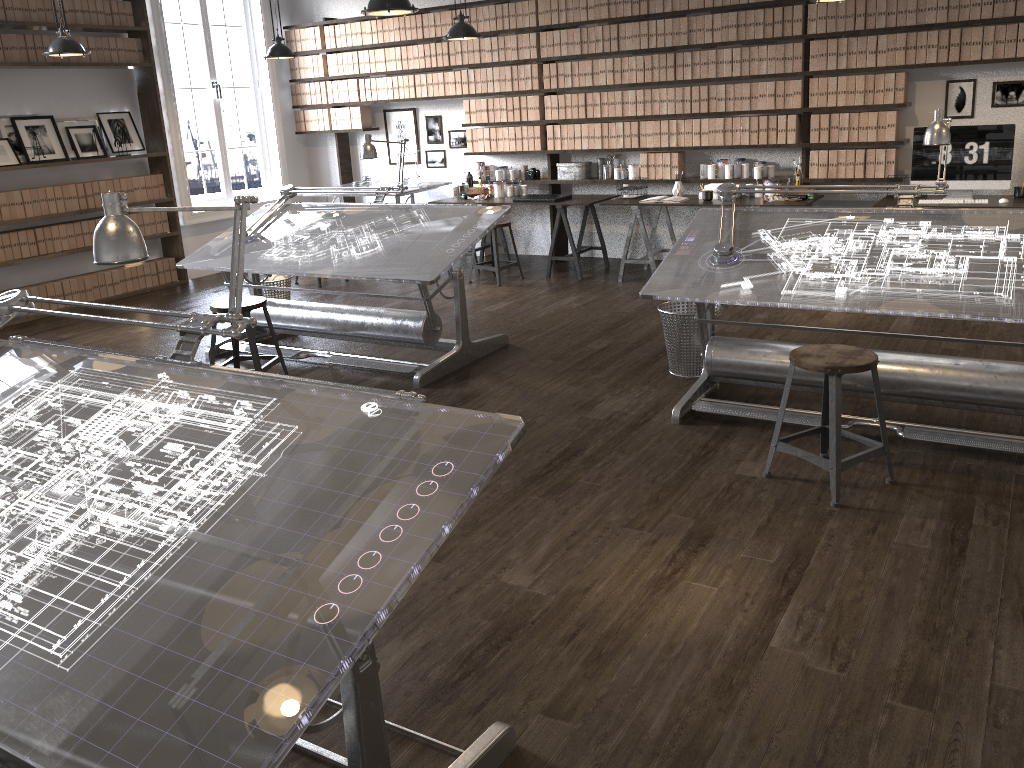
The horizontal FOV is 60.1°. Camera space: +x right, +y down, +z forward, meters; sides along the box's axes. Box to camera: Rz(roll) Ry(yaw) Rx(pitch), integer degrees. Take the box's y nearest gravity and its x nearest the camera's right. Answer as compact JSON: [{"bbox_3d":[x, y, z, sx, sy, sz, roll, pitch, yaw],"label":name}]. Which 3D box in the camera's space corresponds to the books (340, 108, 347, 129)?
[{"bbox_3d":[-1.734,-2.821,9.407,0.067,0.222,0.176,6,18,30],"label":"books"}]

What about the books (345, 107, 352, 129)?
[{"bbox_3d":[-1.679,-2.812,9.370,0.067,0.223,0.176,6,18,30],"label":"books"}]

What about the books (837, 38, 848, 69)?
[{"bbox_3d":[2.552,-2.531,6.791,0.067,0.223,0.176,6,18,30],"label":"books"}]

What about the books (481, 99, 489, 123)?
[{"bbox_3d":[-0.217,-2.624,8.505,0.067,0.223,0.176,6,18,30],"label":"books"}]

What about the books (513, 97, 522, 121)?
[{"bbox_3d":[0.088,-2.585,8.326,0.067,0.223,0.176,6,18,30],"label":"books"}]

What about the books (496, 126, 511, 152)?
[{"bbox_3d":[-0.072,-2.353,8.506,0.067,0.223,0.176,6,18,30],"label":"books"}]

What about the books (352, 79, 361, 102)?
[{"bbox_3d":[-1.574,-3.060,9.227,0.067,0.223,0.176,6,18,30],"label":"books"}]

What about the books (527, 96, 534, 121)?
[{"bbox_3d":[0.218,-2.570,8.253,0.067,0.222,0.176,6,18,30],"label":"books"}]

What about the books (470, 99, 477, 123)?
[{"bbox_3d":[-0.327,-2.639,8.574,0.067,0.222,0.176,6,18,30],"label":"books"}]

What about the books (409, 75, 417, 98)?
[{"bbox_3d":[-0.948,-2.974,8.860,0.067,0.223,0.176,6,18,30],"label":"books"}]

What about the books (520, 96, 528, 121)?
[{"bbox_3d":[0.155,-2.579,8.293,0.067,0.222,0.176,6,18,30],"label":"books"}]

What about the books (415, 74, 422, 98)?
[{"bbox_3d":[-0.881,-2.967,8.827,0.067,0.223,0.176,6,18,30],"label":"books"}]

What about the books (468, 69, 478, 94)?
[{"bbox_3d":[-0.340,-2.903,8.501,0.067,0.223,0.176,6,18,30],"label":"books"}]

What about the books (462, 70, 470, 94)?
[{"bbox_3d":[-0.404,-2.910,8.535,0.067,0.223,0.176,6,18,30],"label":"books"}]

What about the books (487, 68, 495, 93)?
[{"bbox_3d":[-0.161,-2.879,8.393,0.067,0.223,0.176,6,18,30],"label":"books"}]

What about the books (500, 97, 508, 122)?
[{"bbox_3d":[-0.037,-2.602,8.401,0.067,0.223,0.176,6,18,30],"label":"books"}]

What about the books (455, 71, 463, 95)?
[{"bbox_3d":[-0.470,-2.912,8.578,0.067,0.223,0.176,6,18,30],"label":"books"}]

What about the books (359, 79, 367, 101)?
[{"bbox_3d":[-1.496,-3.044,9.186,0.067,0.222,0.176,6,18,30],"label":"books"}]

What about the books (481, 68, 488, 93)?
[{"bbox_3d":[-0.219,-2.888,8.432,0.067,0.223,0.176,6,18,30],"label":"books"}]

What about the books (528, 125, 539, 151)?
[{"bbox_3d":[0.223,-2.315,8.331,0.067,0.222,0.176,6,18,30],"label":"books"}]

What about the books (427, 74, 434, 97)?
[{"bbox_3d":[-0.760,-2.951,8.754,0.067,0.223,0.176,6,18,30],"label":"books"}]

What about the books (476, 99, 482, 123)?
[{"bbox_3d":[-0.272,-2.633,8.543,0.067,0.222,0.176,6,18,30],"label":"books"}]

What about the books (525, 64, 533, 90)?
[{"bbox_3d":[0.192,-2.834,8.185,0.067,0.223,0.176,6,18,30],"label":"books"}]

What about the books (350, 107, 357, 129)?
[{"bbox_3d":[-1.615,-2.806,9.340,0.067,0.223,0.176,6,18,30],"label":"books"}]

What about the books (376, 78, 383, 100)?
[{"bbox_3d":[-1.303,-3.021,9.077,0.067,0.223,0.176,6,18,30],"label":"books"}]

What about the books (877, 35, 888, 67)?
[{"bbox_3d":[2.794,-2.499,6.648,0.067,0.222,0.176,6,18,30],"label":"books"}]

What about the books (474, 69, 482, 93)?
[{"bbox_3d":[-0.278,-2.896,8.469,0.067,0.223,0.176,6,18,30],"label":"books"}]

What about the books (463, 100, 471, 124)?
[{"bbox_3d":[-0.390,-2.647,8.609,0.067,0.223,0.176,6,18,30],"label":"books"}]

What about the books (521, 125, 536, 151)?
[{"bbox_3d":[0.165,-2.321,8.363,0.067,0.222,0.176,6,18,30],"label":"books"}]

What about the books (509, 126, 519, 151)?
[{"bbox_3d":[0.047,-2.335,8.428,0.067,0.223,0.176,6,18,30],"label":"books"}]

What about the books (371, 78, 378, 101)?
[{"bbox_3d":[-1.364,-3.028,9.111,0.067,0.223,0.176,6,18,30],"label":"books"}]

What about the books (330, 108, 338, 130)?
[{"bbox_3d":[-1.852,-2.835,9.473,0.067,0.223,0.176,6,18,30],"label":"books"}]

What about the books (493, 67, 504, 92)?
[{"bbox_3d":[-0.098,-2.872,8.358,0.067,0.222,0.176,6,18,30],"label":"books"}]

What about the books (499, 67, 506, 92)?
[{"bbox_3d":[-0.043,-2.865,8.327,0.067,0.222,0.176,6,18,30],"label":"books"}]

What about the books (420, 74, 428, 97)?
[{"bbox_3d":[-0.823,-2.958,8.787,0.067,0.223,0.176,6,18,30],"label":"books"}]

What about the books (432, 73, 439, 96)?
[{"bbox_3d":[-0.699,-2.943,8.718,0.067,0.223,0.176,6,18,30],"label":"books"}]

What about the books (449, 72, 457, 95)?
[{"bbox_3d":[-0.531,-2.921,8.616,0.067,0.222,0.176,6,18,30],"label":"books"}]

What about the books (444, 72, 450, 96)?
[{"bbox_3d":[-0.584,-2.928,8.649,0.067,0.222,0.176,6,18,30],"label":"books"}]

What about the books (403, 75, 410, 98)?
[{"bbox_3d":[-1.009,-2.983,8.903,0.067,0.222,0.176,6,18,30],"label":"books"}]

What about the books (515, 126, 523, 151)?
[{"bbox_3d":[0.109,-2.327,8.391,0.067,0.223,0.176,6,18,30],"label":"books"}]

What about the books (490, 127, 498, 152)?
[{"bbox_3d":[-0.133,-2.360,8.540,0.067,0.223,0.176,6,18,30],"label":"books"}]

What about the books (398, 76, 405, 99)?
[{"bbox_3d":[-1.066,-2.990,8.934,0.067,0.222,0.176,6,18,30],"label":"books"}]

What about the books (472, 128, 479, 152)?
[{"bbox_3d":[-0.309,-2.382,8.644,0.067,0.222,0.176,6,18,30],"label":"books"}]

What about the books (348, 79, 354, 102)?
[{"bbox_3d":[-1.626,-3.068,9.263,0.067,0.222,0.176,6,18,30],"label":"books"}]

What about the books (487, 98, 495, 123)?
[{"bbox_3d":[-0.156,-2.619,8.476,0.067,0.223,0.176,6,18,30],"label":"books"}]

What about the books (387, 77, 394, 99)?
[{"bbox_3d":[-1.185,-3.003,8.999,0.067,0.223,0.176,6,18,30],"label":"books"}]

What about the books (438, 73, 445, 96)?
[{"bbox_3d":[-0.644,-2.934,8.679,0.067,0.223,0.176,6,18,30],"label":"books"}]

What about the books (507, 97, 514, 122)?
[{"bbox_3d":[0.027,-2.595,8.369,0.067,0.223,0.176,6,18,30],"label":"books"}]

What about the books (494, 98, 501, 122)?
[{"bbox_3d":[-0.095,-2.611,8.440,0.067,0.223,0.176,6,18,30],"label":"books"}]

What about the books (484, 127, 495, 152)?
[{"bbox_3d":[-0.195,-2.366,8.572,0.067,0.223,0.176,6,18,30],"label":"books"}]

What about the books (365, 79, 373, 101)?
[{"bbox_3d":[-1.426,-3.035,9.143,0.067,0.223,0.176,6,18,30],"label":"books"}]

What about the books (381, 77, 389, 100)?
[{"bbox_3d":[-1.245,-3.012,9.038,0.067,0.223,0.176,6,18,30],"label":"books"}]

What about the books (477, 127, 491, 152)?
[{"bbox_3d":[-0.256,-2.375,8.611,0.067,0.222,0.176,6,18,30],"label":"books"}]

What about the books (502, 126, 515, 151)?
[{"bbox_3d":[-0.014,-2.344,8.467,0.067,0.223,0.176,6,18,30],"label":"books"}]

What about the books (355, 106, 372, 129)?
[{"bbox_3d":[-1.557,-2.798,9.303,0.067,0.223,0.176,6,18,30],"label":"books"}]

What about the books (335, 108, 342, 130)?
[{"bbox_3d":[-1.788,-2.827,9.438,0.067,0.222,0.176,6,18,30],"label":"books"}]

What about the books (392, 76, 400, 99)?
[{"bbox_3d":[-1.123,-2.995,8.962,0.067,0.223,0.176,6,18,30],"label":"books"}]
